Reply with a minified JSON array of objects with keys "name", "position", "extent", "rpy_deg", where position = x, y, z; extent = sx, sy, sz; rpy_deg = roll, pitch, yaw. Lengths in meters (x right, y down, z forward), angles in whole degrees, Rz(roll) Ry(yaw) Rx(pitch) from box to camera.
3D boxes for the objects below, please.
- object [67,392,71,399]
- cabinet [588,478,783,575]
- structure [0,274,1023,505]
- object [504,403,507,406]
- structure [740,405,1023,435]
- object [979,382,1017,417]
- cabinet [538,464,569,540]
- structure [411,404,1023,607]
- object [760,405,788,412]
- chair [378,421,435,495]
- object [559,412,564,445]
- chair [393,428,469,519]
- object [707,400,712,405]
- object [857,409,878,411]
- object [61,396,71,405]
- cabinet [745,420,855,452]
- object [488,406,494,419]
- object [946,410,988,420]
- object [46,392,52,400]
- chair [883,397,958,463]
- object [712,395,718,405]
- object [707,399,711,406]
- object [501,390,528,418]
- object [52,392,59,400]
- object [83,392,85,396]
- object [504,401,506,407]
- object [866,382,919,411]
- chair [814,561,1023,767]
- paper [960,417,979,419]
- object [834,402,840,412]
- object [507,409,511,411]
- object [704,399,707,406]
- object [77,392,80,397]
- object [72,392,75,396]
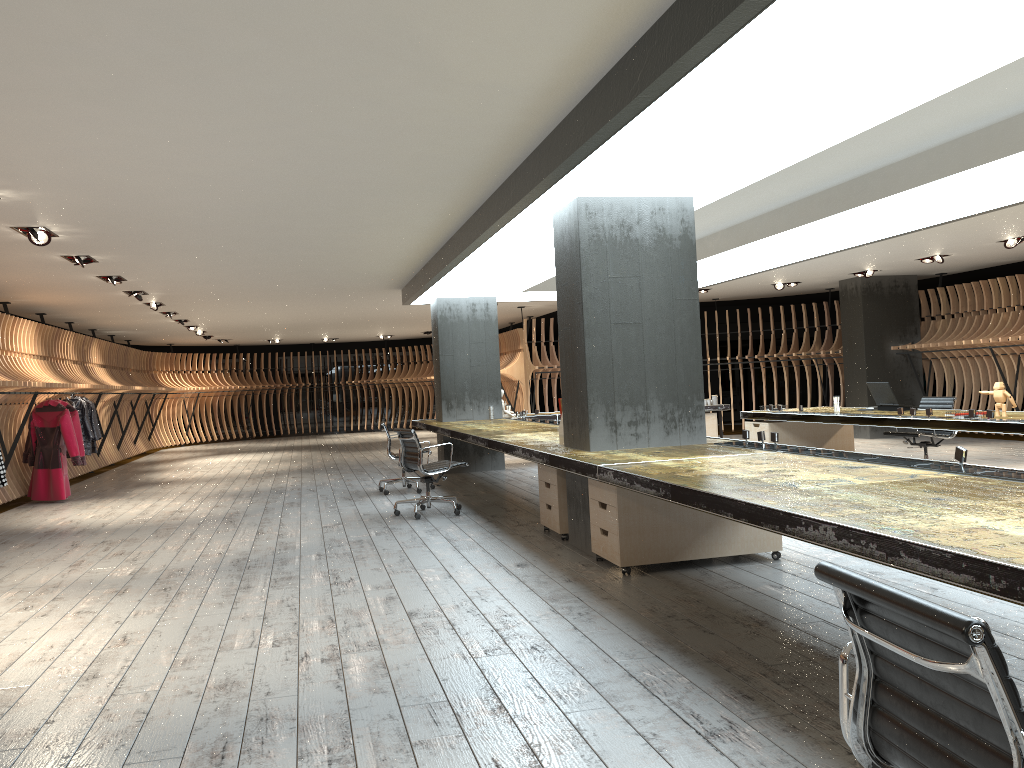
[{"name":"object","position":[-6.269,0.220,12.512],"extent":[0.440,0.226,0.010],"rpy_deg":[-3,-1,-23]},{"name":"cabinet","position":[1.151,0.872,5.987],"extent":[1.132,0.630,0.593],"rpy_deg":[-3,0,-13]},{"name":"structure","position":[1.182,-0.105,9.747],"extent":[14.884,2.440,36.541],"rpy_deg":[-3,0,-13]},{"name":"object","position":[-0.129,0.398,13.570],"extent":[0.138,0.209,0.034],"rpy_deg":[-2,-1,-33]},{"name":"structure","position":[4.632,0.590,6.139],"extent":[1.162,0.844,10.447],"rpy_deg":[-3,0,-13]},{"name":"object","position":[4.207,0.133,7.715],"extent":[0.097,0.301,0.320],"rpy_deg":[-2,-1,-30]},{"name":"cabinet","position":[0.840,0.887,7.303],"extent":[1.132,0.630,0.593],"rpy_deg":[-3,0,-13]},{"name":"structure","position":[2.798,0.682,5.924],"extent":[4.836,0.844,18.468],"rpy_deg":[-3,0,-13]},{"name":"object","position":[3.222,0.301,10.912],"extent":[0.302,0.074,0.216],"rpy_deg":[-3,0,-19]},{"name":"chair","position":[-1.284,0.878,10.820],"extent":[0.668,0.860,0.693],"rpy_deg":[-3,-1,-17]},{"name":"object","position":[0.459,0.288,6.968],"extent":[0.129,0.383,0.239],"rpy_deg":[-3,-1,-13]},{"name":"chair","position":[-0.799,0.855,8.801],"extent":[0.668,0.860,0.693],"rpy_deg":[-2,-1,-37]},{"name":"object","position":[3.100,0.298,13.992],"extent":[0.175,0.089,0.289],"rpy_deg":[-3,0,3]},{"name":"object","position":[4.002,0.283,9.876],"extent":[0.213,0.019,0.219],"rpy_deg":[-3,0,-28]},{"name":"object","position":[-6.213,0.218,12.282],"extent":[0.440,0.226,0.010],"rpy_deg":[-3,-1,37]},{"name":"cabinet","position":[3.518,0.750,10.837],"extent":[1.132,0.630,0.593],"rpy_deg":[-3,0,-13]},{"name":"object","position":[-0.300,0.411,12.819],"extent":[0.079,0.188,0.079],"rpy_deg":[-3,-1,2]},{"name":"object","position":[3.901,0.269,7.607],"extent":[0.302,0.074,0.216],"rpy_deg":[-3,0,-19]},{"name":"object","position":[-6.064,0.236,11.615],"extent":[0.525,0.270,0.012],"rpy_deg":[-3,-1,17]},{"name":"chair","position":[4.553,0.584,9.857],"extent":[0.668,0.860,0.693],"rpy_deg":[-3,-1,-27]},{"name":"object","position":[3.222,0.276,13.900],"extent":[0.088,0.204,0.262],"rpy_deg":[-3,0,-15]},{"name":"object","position":[3.094,0.288,13.913],"extent":[0.062,0.109,0.062],"rpy_deg":[-2,-1,-41]},{"name":"object","position":[-0.007,0.292,13.345],"extent":[0.431,0.429,0.195],"rpy_deg":[-3,-1,-18]},{"name":"object","position":[-6.133,0.249,11.879],"extent":[0.523,0.291,0.015],"rpy_deg":[-3,-1,-3]},{"name":"object","position":[-6.486,0.235,13.426],"extent":[0.440,0.226,0.010],"rpy_deg":[-3,-1,27]},{"name":"object","position":[-0.123,0.383,13.517],"extent":[0.084,0.240,0.009],"rpy_deg":[-2,-1,-36]},{"name":"object","position":[4.090,0.129,9.533],"extent":[0.365,0.316,0.372],"rpy_deg":[-3,0,-13]},{"name":"chair","position":[0.951,0.770,1.590],"extent":[0.668,0.860,0.693],"rpy_deg":[-3,-1,-17]},{"name":"paper","position":[3.905,0.290,7.606],"extent":[0.176,0.004,0.130],"rpy_deg":[-3,0,-7]},{"name":"object","position":[3.652,0.260,9.973],"extent":[0.061,0.111,0.061],"rpy_deg":[-3,-1,20]},{"name":"object","position":[-0.051,0.445,13.574],"extent":[0.061,0.111,0.061],"rpy_deg":[-3,-1,-25]},{"name":"object","position":[3.045,0.291,13.965],"extent":[0.062,0.109,0.062],"rpy_deg":[-2,-1,-41]},{"name":"object","position":[-6.415,0.238,13.066],"extent":[0.438,0.244,0.010],"rpy_deg":[-3,-1,-13]},{"name":"object","position":[-6.351,0.230,12.796],"extent":[0.438,0.242,0.016],"rpy_deg":[-3,-1,12]}]
